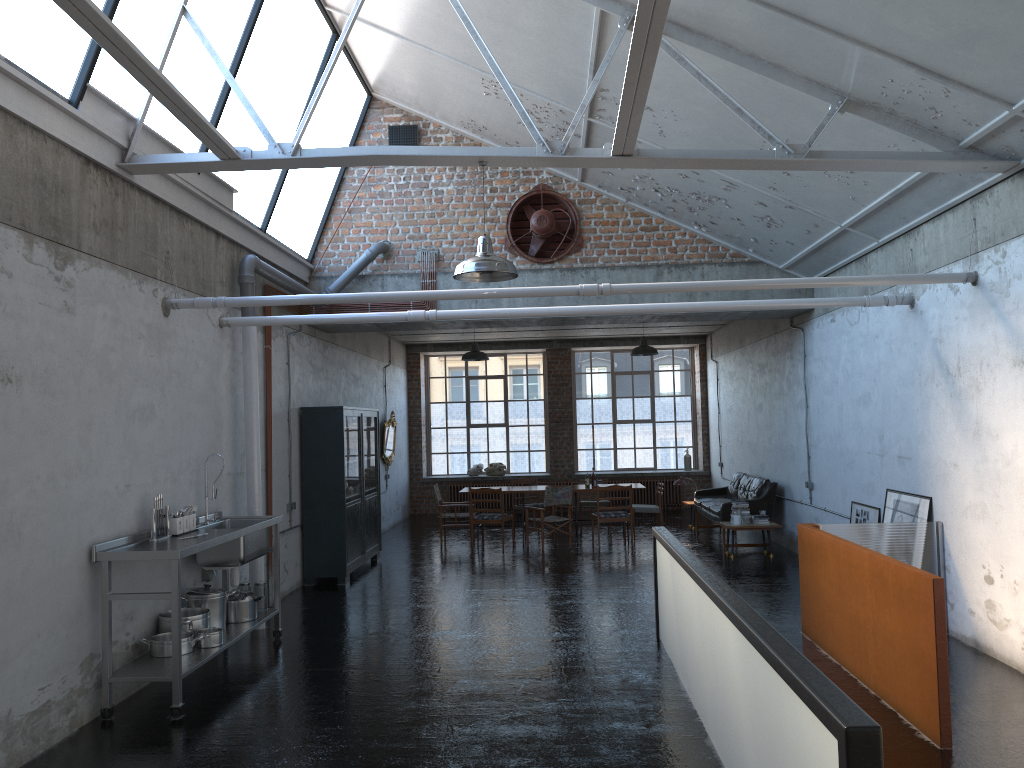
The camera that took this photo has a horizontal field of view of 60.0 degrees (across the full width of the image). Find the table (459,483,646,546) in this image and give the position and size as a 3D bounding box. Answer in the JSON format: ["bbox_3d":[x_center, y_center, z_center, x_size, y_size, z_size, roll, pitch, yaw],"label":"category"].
[{"bbox_3d":[0.701,2.239,15.234,3.112,0.917,1.067,-2,-3,3],"label":"table"}]

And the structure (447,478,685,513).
[{"bbox_3d":[1.193,2.535,19.985,5.349,0.713,0.232,-2,-3,3],"label":"structure"}]

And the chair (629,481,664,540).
[{"bbox_3d":[2.311,2.166,15.137,0.577,0.971,0.589,-2,-3,2],"label":"chair"}]

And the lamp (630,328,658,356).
[{"bbox_3d":[2.287,-0.949,15.437,0.502,0.891,0.502,-2,-3,7],"label":"lamp"}]

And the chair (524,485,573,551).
[{"bbox_3d":[0.606,2.142,14.250,0.574,1.031,0.713,0,-3,-27],"label":"chair"}]

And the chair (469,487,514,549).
[{"bbox_3d":[-0.329,2.194,14.541,0.573,1.028,0.509,-3,-3,22],"label":"chair"}]

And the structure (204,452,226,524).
[{"bbox_3d":[-2.736,0.959,8.178,0.210,0.661,0.039,-2,-3,2],"label":"structure"}]

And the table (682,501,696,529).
[{"bbox_3d":[3.623,2.425,16.461,0.811,0.458,0.649,-2,-3,3],"label":"table"}]

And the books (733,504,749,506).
[{"bbox_3d":[3.379,1.784,13.109,0.205,0.020,0.155,-2,-3,3],"label":"books"}]

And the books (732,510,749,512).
[{"bbox_3d":[3.381,1.869,13.105,0.205,0.022,0.155,-1,-3,-2],"label":"books"}]

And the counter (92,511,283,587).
[{"bbox_3d":[-2.590,1.502,7.435,0.625,0.644,2.435,-2,-3,3],"label":"counter"}]

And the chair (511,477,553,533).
[{"bbox_3d":[0.368,2.254,16.281,0.573,1.028,0.509,0,-3,-33],"label":"chair"}]

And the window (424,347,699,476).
[{"bbox_3d":[5.444,2.186,20.975,19.864,12.900,0.747,-2,-3,3],"label":"window"}]

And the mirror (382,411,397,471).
[{"bbox_3d":[-2.394,1.117,17.483,0.172,1.182,1.339,-2,-3,3],"label":"mirror"}]

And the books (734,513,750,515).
[{"bbox_3d":[3.385,1.911,13.103,0.221,0.023,0.147,-2,-3,2],"label":"books"}]

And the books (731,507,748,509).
[{"bbox_3d":[3.367,1.828,13.108,0.231,0.023,0.162,-2,-3,18],"label":"books"}]

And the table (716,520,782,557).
[{"bbox_3d":[3.464,2.270,12.974,0.811,0.458,0.649,-2,-3,3],"label":"table"}]

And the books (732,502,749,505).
[{"bbox_3d":[3.374,1.763,13.120,0.201,0.024,0.159,-1,-3,-7],"label":"books"}]

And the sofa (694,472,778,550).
[{"bbox_3d":[3.665,2.040,14.747,0.929,1.045,2.610,-2,-3,2],"label":"sofa"}]

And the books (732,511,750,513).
[{"bbox_3d":[3.384,1.891,13.109,0.224,0.021,0.158,-2,-3,3],"label":"books"}]

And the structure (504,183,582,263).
[{"bbox_3d":[0.420,-2.184,12.131,1.058,1.096,0.808,-2,-3,3],"label":"structure"}]

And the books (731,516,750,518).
[{"bbox_3d":[3.380,1.957,13.104,0.255,0.014,0.192,-2,-3,6],"label":"books"}]

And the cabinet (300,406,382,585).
[{"bbox_3d":[-2.377,1.491,12.596,0.572,2.297,2.386,-2,-3,3],"label":"cabinet"}]

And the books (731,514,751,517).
[{"bbox_3d":[3.379,1.936,13.106,0.245,0.028,0.193,-1,-3,-2],"label":"books"}]

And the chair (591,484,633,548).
[{"bbox_3d":[1.615,2.132,14.338,0.573,1.028,0.509,-1,-3,-8],"label":"chair"}]

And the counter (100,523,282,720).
[{"bbox_3d":[-2.572,1.836,7.420,0.589,1.160,2.374,-2,-3,3],"label":"counter"}]

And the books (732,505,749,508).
[{"bbox_3d":[3.381,1.806,13.118,0.209,0.023,0.167,-1,-3,-4],"label":"books"}]

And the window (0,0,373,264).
[{"bbox_3d":[-2.558,-2.993,8.210,0.994,2.404,8.048,-2,-3,3],"label":"window"}]

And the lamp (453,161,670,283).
[{"bbox_3d":[0.839,-1.750,8.948,0.945,2.025,5.320,-3,-3,21],"label":"lamp"}]

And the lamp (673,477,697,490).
[{"bbox_3d":[3.249,1.966,16.482,0.496,0.492,0.220,-1,-3,-5],"label":"lamp"}]

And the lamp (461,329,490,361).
[{"bbox_3d":[-0.656,-0.863,15.567,0.502,0.891,0.502,-2,-3,7],"label":"lamp"}]

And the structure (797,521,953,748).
[{"bbox_3d":[3.242,1.825,6.735,1.272,1.221,2.942,-2,-3,3],"label":"structure"}]

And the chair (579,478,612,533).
[{"bbox_3d":[1.529,2.245,16.390,0.589,0.971,0.577,-2,-3,2],"label":"chair"}]

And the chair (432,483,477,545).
[{"bbox_3d":[-0.984,2.232,15.273,0.713,1.031,0.574,-2,-3,3],"label":"chair"}]

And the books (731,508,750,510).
[{"bbox_3d":[3.376,1.849,13.107,0.244,0.019,0.174,-2,-3,3],"label":"books"}]

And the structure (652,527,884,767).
[{"bbox_3d":[1.264,1.824,5.544,0.119,1.221,5.500,-2,-3,3],"label":"structure"}]
